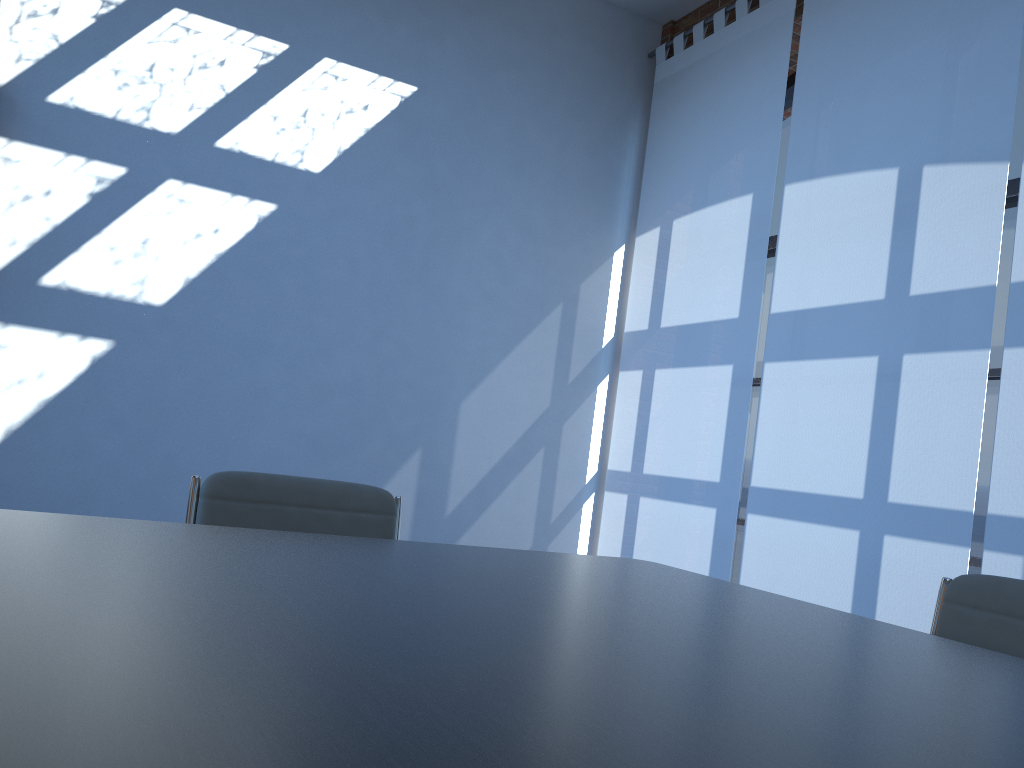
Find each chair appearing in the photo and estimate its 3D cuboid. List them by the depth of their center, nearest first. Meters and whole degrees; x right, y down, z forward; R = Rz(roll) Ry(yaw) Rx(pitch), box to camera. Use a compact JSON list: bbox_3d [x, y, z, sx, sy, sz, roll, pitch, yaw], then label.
[{"bbox_3d":[0.743,0.807,1.582,0.708,0.921,0.560,9,-4,-23],"label":"chair"},{"bbox_3d":[-0.458,0.693,2.019,0.561,0.921,0.706,9,-4,-27],"label":"chair"}]

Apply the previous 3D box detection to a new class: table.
[{"bbox_3d":[0.550,0.700,0.031,1.814,0.808,4.504,10,-6,-27],"label":"table"}]

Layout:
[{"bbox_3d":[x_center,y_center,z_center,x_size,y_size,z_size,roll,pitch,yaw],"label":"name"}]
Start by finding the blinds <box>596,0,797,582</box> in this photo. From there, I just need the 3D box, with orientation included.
[{"bbox_3d":[0.981,-0.313,5.051,0.040,3.749,1.218,9,-3,-27],"label":"blinds"}]

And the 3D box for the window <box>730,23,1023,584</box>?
[{"bbox_3d":[3.378,-0.212,1.562,0.160,3.599,9.622,9,-5,-27],"label":"window"}]

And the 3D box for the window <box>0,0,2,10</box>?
[{"bbox_3d":[-2.895,-2.081,3.767,1.332,1.289,0.059,9,-3,-27],"label":"window"}]

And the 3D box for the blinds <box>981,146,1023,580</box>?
[{"bbox_3d":[2.147,-0.368,2.791,0.040,3.749,1.218,9,-3,-27],"label":"blinds"}]

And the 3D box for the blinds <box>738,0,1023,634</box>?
[{"bbox_3d":[1.566,-0.340,3.916,0.040,3.749,1.218,9,-3,-27],"label":"blinds"}]
